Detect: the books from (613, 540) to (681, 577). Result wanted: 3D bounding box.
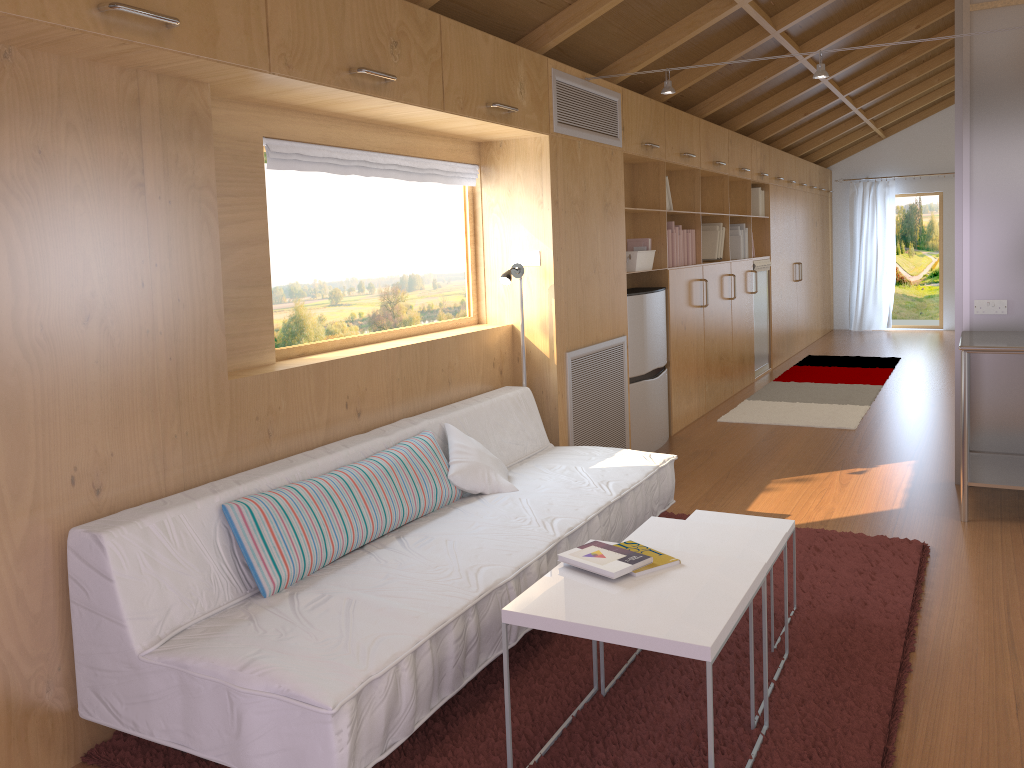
[{"bbox_3d":[0.317,0.456,2.308,0.153,0.016,0.194,-8,10,-32],"label":"books"}]

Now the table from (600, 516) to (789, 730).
[{"bbox_3d":[0.537,0.659,2.563,0.424,0.381,0.462,1,8,28],"label":"table"}]

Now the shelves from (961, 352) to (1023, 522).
[{"bbox_3d":[3.037,0.227,3.660,2.093,0.748,0.637,2,7,28],"label":"shelves"}]

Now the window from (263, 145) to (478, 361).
[{"bbox_3d":[-0.550,-0.580,3.765,0.035,0.785,1.507,0,8,28],"label":"window"}]

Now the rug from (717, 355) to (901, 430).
[{"bbox_3d":[2.728,0.001,7.685,0.917,0.011,3.749,2,10,28],"label":"rug"}]

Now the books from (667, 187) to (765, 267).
[{"bbox_3d":[1.652,-1.330,7.194,0.189,0.653,3.132,0,9,28],"label":"books"}]

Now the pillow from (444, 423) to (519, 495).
[{"bbox_3d":[-0.126,0.286,3.387,0.267,0.250,0.348,-3,7,-8],"label":"pillow"}]

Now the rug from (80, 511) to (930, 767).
[{"bbox_3d":[0.274,0.816,2.953,1.886,0.020,2.499,2,10,28],"label":"rug"}]

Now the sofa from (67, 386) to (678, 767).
[{"bbox_3d":[-0.191,0.505,3.047,0.863,0.624,2.372,2,9,28],"label":"sofa"}]

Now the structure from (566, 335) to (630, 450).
[{"bbox_3d":[0.473,0.140,4.740,0.013,0.716,0.825,0,7,28],"label":"structure"}]

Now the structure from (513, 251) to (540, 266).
[{"bbox_3d":[0.070,-0.608,4.288,0.142,0.070,0.011,2,6,28],"label":"structure"}]

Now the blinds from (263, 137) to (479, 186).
[{"bbox_3d":[-0.518,-0.915,3.716,0.047,0.110,1.508,0,9,28],"label":"blinds"}]

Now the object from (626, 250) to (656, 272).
[{"bbox_3d":[0.741,-0.761,5.472,0.203,0.122,0.352,2,9,28],"label":"object"}]

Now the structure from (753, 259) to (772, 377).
[{"bbox_3d":[2.224,-0.633,8.320,0.316,1.072,0.730,0,6,28],"label":"structure"}]

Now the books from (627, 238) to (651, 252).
[{"bbox_3d":[0.795,-0.821,5.579,0.150,0.191,0.089,1,6,28],"label":"books"}]

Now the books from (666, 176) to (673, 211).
[{"bbox_3d":[0.958,-1.299,5.903,0.176,0.295,0.281,1,7,28],"label":"books"}]

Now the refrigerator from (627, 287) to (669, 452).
[{"bbox_3d":[0.785,-0.092,5.525,0.262,0.981,0.718,0,6,28],"label":"refrigerator"}]

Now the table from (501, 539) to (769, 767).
[{"bbox_3d":[0.320,0.702,2.155,0.485,0.435,0.528,1,8,28],"label":"table"}]

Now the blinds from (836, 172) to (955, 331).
[{"bbox_3d":[5.646,-1.693,11.311,2.849,2.023,0.234,2,6,27],"label":"blinds"}]

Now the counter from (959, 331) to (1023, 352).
[{"bbox_3d":[3.022,-0.164,3.631,2.110,0.021,0.654,3,10,28],"label":"counter"}]

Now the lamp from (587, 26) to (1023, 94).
[{"bbox_3d":[2.079,-1.442,3.666,3.830,0.152,0.073,3,7,28],"label":"lamp"}]

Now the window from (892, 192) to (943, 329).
[{"bbox_3d":[5.235,-1.625,11.726,0.875,1.775,0.026,1,5,28],"label":"window"}]

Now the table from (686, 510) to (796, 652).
[{"bbox_3d":[0.726,0.635,2.918,0.342,0.306,0.372,1,8,28],"label":"table"}]

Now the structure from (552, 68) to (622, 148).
[{"bbox_3d":[0.402,-1.420,4.601,0.013,0.298,0.909,0,8,28],"label":"structure"}]

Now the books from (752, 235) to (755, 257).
[{"bbox_3d":[2.107,-1.299,8.065,0.176,0.295,0.281,1,7,28],"label":"books"}]

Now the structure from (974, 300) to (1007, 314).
[{"bbox_3d":[2.347,-0.377,4.335,0.142,0.070,0.011,2,6,28],"label":"structure"}]

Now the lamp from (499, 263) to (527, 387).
[{"bbox_3d":[0.058,0.024,4.201,0.182,1.190,0.256,-2,4,4],"label":"lamp"}]

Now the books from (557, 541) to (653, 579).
[{"bbox_3d":[0.238,0.448,2.271,0.153,0.016,0.194,-10,12,-42],"label":"books"}]

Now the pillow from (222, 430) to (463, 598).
[{"bbox_3d":[-0.487,0.380,2.875,0.171,0.250,1.049,1,9,28],"label":"pillow"}]
